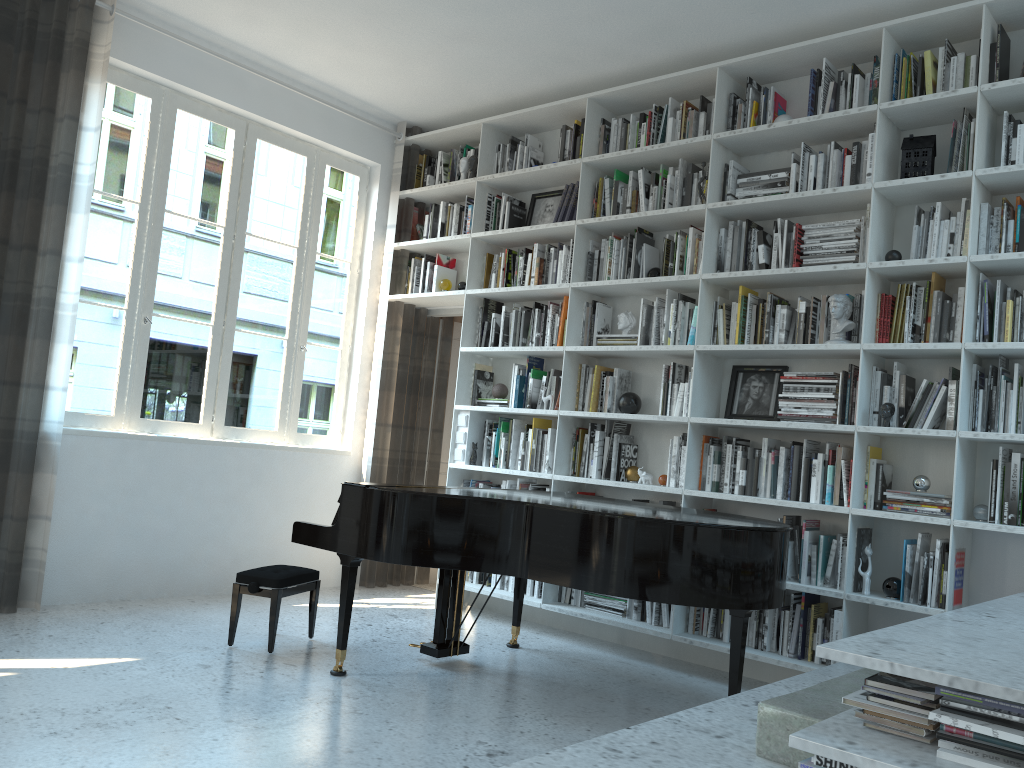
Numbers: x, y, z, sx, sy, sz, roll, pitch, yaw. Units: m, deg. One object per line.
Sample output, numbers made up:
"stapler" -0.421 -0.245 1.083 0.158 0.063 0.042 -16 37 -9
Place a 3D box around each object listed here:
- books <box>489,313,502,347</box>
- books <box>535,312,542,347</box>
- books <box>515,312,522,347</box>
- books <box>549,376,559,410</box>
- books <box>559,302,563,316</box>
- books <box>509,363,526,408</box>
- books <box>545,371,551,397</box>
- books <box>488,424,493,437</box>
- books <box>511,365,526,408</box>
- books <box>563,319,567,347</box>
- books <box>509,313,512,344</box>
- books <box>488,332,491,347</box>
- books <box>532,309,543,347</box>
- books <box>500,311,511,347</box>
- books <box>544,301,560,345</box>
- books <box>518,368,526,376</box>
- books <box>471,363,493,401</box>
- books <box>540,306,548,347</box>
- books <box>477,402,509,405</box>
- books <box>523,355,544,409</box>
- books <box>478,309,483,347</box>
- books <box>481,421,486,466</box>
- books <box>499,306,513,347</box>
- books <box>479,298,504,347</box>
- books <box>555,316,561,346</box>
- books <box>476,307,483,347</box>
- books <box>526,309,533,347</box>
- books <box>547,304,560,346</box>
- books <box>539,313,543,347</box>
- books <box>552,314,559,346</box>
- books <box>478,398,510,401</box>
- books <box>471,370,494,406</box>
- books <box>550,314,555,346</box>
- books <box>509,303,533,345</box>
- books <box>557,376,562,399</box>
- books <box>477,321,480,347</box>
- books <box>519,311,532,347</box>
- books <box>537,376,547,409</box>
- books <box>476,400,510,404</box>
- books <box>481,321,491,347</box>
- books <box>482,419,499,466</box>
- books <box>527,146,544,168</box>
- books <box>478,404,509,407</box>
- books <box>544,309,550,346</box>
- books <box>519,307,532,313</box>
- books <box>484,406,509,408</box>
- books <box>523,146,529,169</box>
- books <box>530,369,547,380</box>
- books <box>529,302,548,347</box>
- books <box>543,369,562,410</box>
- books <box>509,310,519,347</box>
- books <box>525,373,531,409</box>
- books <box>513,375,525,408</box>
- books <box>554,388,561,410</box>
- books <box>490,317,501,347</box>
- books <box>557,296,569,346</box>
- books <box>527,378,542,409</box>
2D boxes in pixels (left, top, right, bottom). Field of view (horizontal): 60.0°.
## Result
"books" -0.071 -0.322 5.674 0.022 0.235 0.177 2 -5 41
"books" 0.207 -0.311 5.436 0.013 0.229 0.177 2 -5 41
"books" 0.089 -0.319 5.534 0.024 0.237 0.167 2 -5 41
"books" 0.296 0.067 5.296 0.030 0.207 0.172 2 -5 41
"books" 0.325 -0.337 5.364 0.015 0.292 0.144 2 -5 41
"books" 0.051 0.023 5.529 0.012 0.285 0.159 2 -5 41
"books" 0.250 0.051 5.367 0.013 0.241 0.141 2 -5 41
"books" -0.098 0.393 5.594 0.007 0.264 0.177 2 -5 41
"books" 0.063 0.029 5.516 0.024 0.272 0.150 2 -5 41
"books" 0.366 -0.283 5.306 0.030 0.183 0.152 2 -5 41
"books" 0.036 -0.320 5.617 0.049 0.242 0.139 2 -5 41
"books" -0.086 -0.308 5.707 0.042 0.208 0.143 2 -5 41
"books" 0.188 -0.324 5.472 0.021 0.256 0.156 2 -5 41
"books" -0.002 -0.325 5.619 0.011 0.246 0.176 2 -5 41
"books" 0.252 -0.345 5.431 0.011 0.304 0.130 2 -5 41
"books" 0.088 0.040 5.503 0.031 0.255 0.143 2 -5 41
"books" -0.197 0.017 5.761 0.012 0.285 0.159 2 -5 41
"books" 0.232 -0.331 5.425 0.012 0.272 0.145 2 -5 41
"books" -0.074 0.132 5.627 0.254 0.012 0.161 2 -6 38
"books" 0.133 0.001 5.475 0.011 0.335 0.153 2 -5 41
"books" -0.148 -0.340 5.737 0.027 0.266 0.176 2 -5 41
"books" -0.130 0.384 5.649 0.008 0.285 0.159 2 -5 41
"books" -0.007 -0.342 5.637 0.023 0.281 0.174 2 -5 41
"books" -0.133 -0.374 5.724 0.012 0.333 0.185 2 -5 41
"books" 0.322 -0.294 5.341 0.013 0.203 0.161 2 -5 41
"books" -0.162 -0.347 5.784 0.012 0.285 0.159 2 -5 41
"books" 0.158 -0.324 5.508 0.048 0.256 0.141 2 -5 41
"books" 0.274 -0.332 5.378 0.015 0.275 0.157 2 -5 41
"books" 0.224 -0.309 5.436 0.013 0.227 0.152 2 -5 41
"books" 0.306 -0.302 5.370 0.021 0.220 0.148 2 -5 41
"books" -0.069 0.108 5.632 0.254 0.012 0.161 1 -6 42
"books" -0.190 0.038 5.739 0.028 0.243 0.156 2 -5 41
"books" 0.290 -0.302 5.378 0.012 0.217 0.160 2 -5 41
"books" 0.058 -0.347 5.573 0.011 0.293 0.183 2 -5 41
"books" 0.324 0.068 5.285 0.027 0.209 0.144 2 -5 41
"books" -0.158 -0.310 5.763 0.026 0.209 0.155 2 -5 41
"books" 0.119 -0.320 5.518 0.023 0.242 0.184 2 -5 41
"books" 0.223 0.064 5.390 0.056 0.214 0.143 2 -5 41
"books" -0.074 0.119 5.626 0.285 0.012 0.159 1 -6 45
"books" -0.117 -0.297 5.708 0.037 0.182 0.189 2 -5 41
"books" -0.114 0.379 5.625 0.014 0.294 0.171 2 -5 41
"books" 0.149 -1.398 5.672 0.013 0.210 0.136 2 -5 41
"books" -0.072 0.144 5.630 0.254 0.012 0.161 1 -6 42
"books" 0.255 -0.319 5.418 0.011 0.251 0.139 2 -5 41
"books" 0.088 -0.334 5.558 0.011 0.270 0.158 2 -5 41
"books" -0.076 0.156 5.626 0.285 0.012 0.159 1 -6 44
"books" 0.132 -1.396 5.673 0.014 0.201 0.170 2 -5 41
"books" 0.164 0.043 5.416 0.011 0.250 0.172 2 -5 41
"books" 0.171 -0.347 5.477 0.013 0.299 0.152 2 -5 41
"books" 0.269 0.044 5.333 0.060 0.255 0.158 2 -5 41
"books" 0.063 -0.325 5.555 0.021 0.247 0.189 2 -5 41
"books" 0.147 0.054 5.463 0.030 0.231 0.148 2 -5 41
"books" 0.090 0.060 5.459 0.029 0.208 0.189 2 -5 41
"books" 0.360 0.032 5.210 0.082 0.276 0.228 2 -5 41
"books" -0.060 -0.307 5.649 0.028 0.203 0.188 2 -5 41
"books" 0.346 -0.355 5.330 0.035 0.325 0.170 2 -5 41
"books" 0.168 0.071 5.392 0.029 0.190 0.189 2 -5 41
